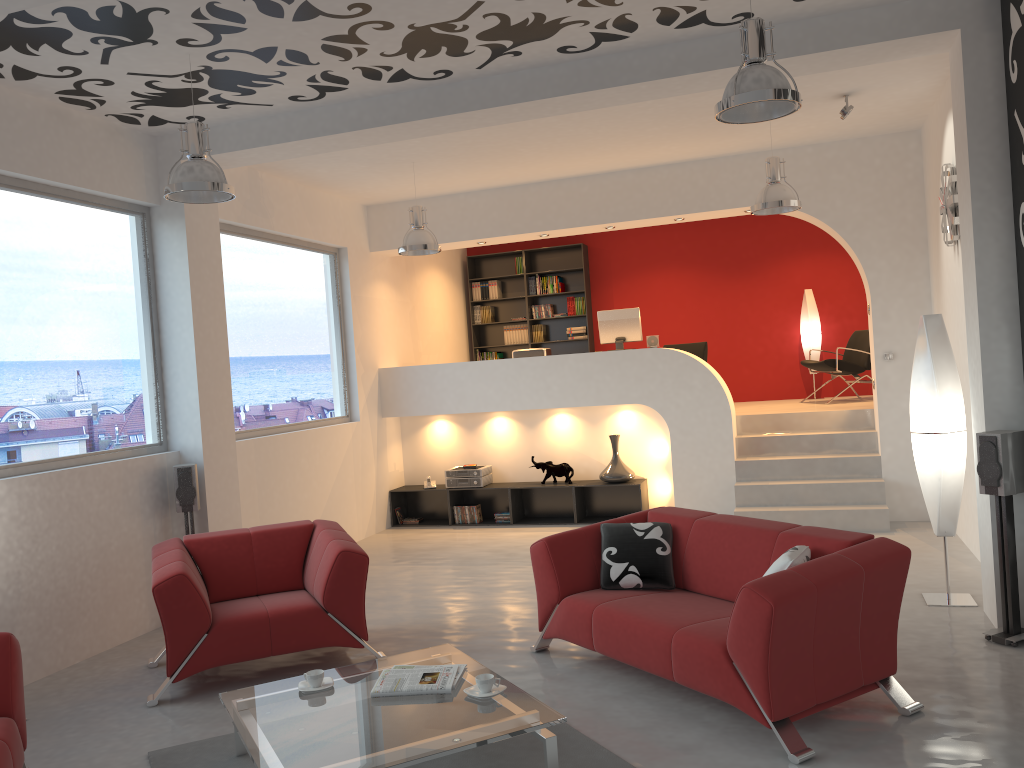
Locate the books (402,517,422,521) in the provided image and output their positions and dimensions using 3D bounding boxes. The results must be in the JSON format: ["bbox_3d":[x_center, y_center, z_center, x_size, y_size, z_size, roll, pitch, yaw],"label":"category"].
[{"bbox_3d":[-1.105,1.495,9.813,0.190,0.015,0.135,-4,1,18],"label":"books"}]

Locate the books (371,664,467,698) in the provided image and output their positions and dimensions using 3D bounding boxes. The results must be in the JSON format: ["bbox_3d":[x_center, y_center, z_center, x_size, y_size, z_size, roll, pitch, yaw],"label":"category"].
[{"bbox_3d":[-0.407,1.282,3.841,0.367,0.035,0.345,-4,1,8],"label":"books"}]

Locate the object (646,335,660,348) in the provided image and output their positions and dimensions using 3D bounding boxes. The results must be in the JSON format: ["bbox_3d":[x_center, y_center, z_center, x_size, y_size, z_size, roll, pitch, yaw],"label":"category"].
[{"bbox_3d":[1.495,-0.439,9.405,0.133,0.147,0.151,-4,1,2],"label":"object"}]

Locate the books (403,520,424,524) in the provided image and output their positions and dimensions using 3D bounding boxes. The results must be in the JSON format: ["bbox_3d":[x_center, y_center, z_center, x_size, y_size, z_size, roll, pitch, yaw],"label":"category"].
[{"bbox_3d":[-1.093,1.525,9.810,0.190,0.015,0.135,-4,1,18],"label":"books"}]

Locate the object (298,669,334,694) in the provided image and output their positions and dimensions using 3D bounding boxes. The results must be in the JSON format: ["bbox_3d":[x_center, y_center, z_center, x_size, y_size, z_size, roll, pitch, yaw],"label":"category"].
[{"bbox_3d":[-0.858,1.296,3.879,0.153,0.069,0.153,-4,1,-15],"label":"object"}]

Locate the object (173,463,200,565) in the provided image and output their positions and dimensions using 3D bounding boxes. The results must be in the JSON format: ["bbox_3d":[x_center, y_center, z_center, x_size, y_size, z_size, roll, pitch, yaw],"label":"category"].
[{"bbox_3d":[-2.286,1.129,6.313,0.214,1.112,0.229,-4,1,-17],"label":"object"}]

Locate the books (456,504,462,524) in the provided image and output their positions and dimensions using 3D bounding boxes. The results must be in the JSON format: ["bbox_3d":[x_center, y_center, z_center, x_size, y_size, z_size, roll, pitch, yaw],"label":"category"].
[{"bbox_3d":[-0.556,1.403,9.577,0.031,0.190,0.135,-4,1,18],"label":"books"}]

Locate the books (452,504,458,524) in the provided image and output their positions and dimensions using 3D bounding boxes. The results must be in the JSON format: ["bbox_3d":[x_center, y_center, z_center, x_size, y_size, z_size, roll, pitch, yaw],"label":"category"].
[{"bbox_3d":[-0.598,1.406,9.591,0.031,0.190,0.135,-4,1,18],"label":"books"}]

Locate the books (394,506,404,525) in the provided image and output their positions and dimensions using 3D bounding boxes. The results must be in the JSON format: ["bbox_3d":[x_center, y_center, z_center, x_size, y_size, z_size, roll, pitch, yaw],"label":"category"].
[{"bbox_3d":[-1.239,1.453,9.802,0.063,0.187,0.135,-4,1,18],"label":"books"}]

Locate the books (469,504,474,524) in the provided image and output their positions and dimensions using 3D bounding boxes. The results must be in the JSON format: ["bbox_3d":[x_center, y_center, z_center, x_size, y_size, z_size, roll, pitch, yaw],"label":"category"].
[{"bbox_3d":[-0.413,1.393,9.530,0.031,0.190,0.135,-4,1,18],"label":"books"}]

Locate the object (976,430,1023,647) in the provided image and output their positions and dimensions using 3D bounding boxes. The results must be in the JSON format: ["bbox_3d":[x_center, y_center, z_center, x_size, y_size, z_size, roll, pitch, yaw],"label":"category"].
[{"bbox_3d":[2.623,0.808,4.707,0.229,1.112,0.214,-5,1,-27],"label":"object"}]

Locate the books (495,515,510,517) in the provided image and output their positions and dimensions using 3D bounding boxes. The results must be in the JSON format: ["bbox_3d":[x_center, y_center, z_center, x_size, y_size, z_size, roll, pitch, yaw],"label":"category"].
[{"bbox_3d":[-0.075,1.398,9.465,0.190,0.015,0.135,-4,1,18],"label":"books"}]

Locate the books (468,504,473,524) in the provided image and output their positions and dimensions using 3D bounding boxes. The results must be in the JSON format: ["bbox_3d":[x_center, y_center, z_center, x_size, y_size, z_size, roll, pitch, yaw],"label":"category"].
[{"bbox_3d":[-0.427,1.394,9.535,0.031,0.190,0.135,-4,1,18],"label":"books"}]

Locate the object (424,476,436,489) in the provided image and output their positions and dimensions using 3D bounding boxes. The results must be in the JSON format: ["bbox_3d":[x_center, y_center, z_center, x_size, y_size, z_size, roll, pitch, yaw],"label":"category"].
[{"bbox_3d":[-0.895,1.067,9.665,0.130,0.117,0.146,-4,1,-6],"label":"object"}]

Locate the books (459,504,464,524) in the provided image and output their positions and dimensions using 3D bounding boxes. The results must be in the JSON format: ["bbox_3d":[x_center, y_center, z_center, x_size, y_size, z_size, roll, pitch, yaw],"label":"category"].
[{"bbox_3d":[-0.527,1.401,9.568,0.031,0.190,0.135,-4,1,18],"label":"books"}]

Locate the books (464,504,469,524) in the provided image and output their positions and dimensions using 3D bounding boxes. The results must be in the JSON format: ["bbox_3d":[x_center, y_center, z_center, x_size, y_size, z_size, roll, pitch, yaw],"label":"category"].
[{"bbox_3d":[-0.470,1.397,9.549,0.031,0.190,0.135,-4,1,18],"label":"books"}]

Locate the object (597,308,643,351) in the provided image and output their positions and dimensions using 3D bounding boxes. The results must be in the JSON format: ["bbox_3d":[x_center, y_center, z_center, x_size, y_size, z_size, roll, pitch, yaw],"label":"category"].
[{"bbox_3d":[1.156,-0.569,9.458,0.458,0.452,0.230,-4,1,18],"label":"object"}]

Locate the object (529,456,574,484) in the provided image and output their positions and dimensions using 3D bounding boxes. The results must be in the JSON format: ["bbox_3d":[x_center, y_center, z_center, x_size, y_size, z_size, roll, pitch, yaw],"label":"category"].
[{"bbox_3d":[0.422,0.900,9.340,0.507,0.296,0.191,-3,1,34],"label":"object"}]

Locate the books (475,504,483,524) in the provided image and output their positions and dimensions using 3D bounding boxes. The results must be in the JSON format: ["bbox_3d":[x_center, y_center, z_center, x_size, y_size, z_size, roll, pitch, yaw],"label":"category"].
[{"bbox_3d":[-0.356,1.390,9.512,0.031,0.190,0.135,-4,1,18],"label":"books"}]

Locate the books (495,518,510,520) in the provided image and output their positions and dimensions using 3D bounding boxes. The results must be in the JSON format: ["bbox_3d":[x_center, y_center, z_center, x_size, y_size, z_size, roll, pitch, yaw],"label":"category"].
[{"bbox_3d":[-0.073,1.428,9.473,0.190,0.015,0.135,-4,1,23],"label":"books"}]

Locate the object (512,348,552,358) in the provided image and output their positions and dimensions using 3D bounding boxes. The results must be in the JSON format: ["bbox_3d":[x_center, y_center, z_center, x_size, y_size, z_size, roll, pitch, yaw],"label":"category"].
[{"bbox_3d":[0.252,-0.286,9.848,0.397,0.217,0.458,-4,1,18],"label":"object"}]

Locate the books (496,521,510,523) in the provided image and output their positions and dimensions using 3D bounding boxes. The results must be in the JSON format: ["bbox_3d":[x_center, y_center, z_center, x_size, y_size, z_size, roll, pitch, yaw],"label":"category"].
[{"bbox_3d":[-0.067,1.458,9.472,0.190,0.015,0.135,-4,1,13],"label":"books"}]

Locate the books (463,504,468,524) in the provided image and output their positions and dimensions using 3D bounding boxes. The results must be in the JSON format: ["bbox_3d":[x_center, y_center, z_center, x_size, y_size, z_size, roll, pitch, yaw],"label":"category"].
[{"bbox_3d":[-0.484,1.398,9.554,0.031,0.190,0.135,-4,1,18],"label":"books"}]

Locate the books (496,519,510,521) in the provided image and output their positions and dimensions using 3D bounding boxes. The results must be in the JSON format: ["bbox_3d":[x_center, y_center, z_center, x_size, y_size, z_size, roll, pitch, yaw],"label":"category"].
[{"bbox_3d":[-0.062,1.442,9.470,0.190,0.015,0.135,-4,1,18],"label":"books"}]

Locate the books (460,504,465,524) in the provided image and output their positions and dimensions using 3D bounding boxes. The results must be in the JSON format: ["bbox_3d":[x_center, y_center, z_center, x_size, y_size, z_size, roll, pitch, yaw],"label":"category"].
[{"bbox_3d":[-0.513,1.400,9.563,0.031,0.190,0.135,-4,1,18],"label":"books"}]

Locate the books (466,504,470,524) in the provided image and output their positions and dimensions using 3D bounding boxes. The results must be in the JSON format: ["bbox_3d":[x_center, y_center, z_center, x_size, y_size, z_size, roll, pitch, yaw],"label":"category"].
[{"bbox_3d":[-0.456,1.396,9.544,0.031,0.190,0.135,-4,1,18],"label":"books"}]

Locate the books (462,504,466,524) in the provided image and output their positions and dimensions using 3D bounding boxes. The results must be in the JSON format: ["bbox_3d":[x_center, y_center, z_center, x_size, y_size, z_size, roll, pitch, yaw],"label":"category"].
[{"bbox_3d":[-0.499,1.399,9.558,0.031,0.190,0.135,-4,1,18],"label":"books"}]

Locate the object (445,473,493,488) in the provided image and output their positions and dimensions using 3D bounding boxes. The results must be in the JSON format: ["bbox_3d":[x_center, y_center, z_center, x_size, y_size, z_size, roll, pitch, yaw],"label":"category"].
[{"bbox_3d":[-0.467,1.047,9.607,0.430,0.100,0.365,-4,1,18],"label":"object"}]

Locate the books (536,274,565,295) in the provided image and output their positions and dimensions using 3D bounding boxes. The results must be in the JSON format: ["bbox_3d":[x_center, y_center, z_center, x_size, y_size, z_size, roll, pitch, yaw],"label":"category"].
[{"bbox_3d":[0.517,-1.349,11.960,0.341,0.286,0.231,-4,1,18],"label":"books"}]

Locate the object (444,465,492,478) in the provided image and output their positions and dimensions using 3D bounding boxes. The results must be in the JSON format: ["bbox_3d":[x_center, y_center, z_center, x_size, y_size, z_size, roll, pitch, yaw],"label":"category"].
[{"bbox_3d":[-0.471,0.948,9.613,0.430,0.077,0.349,-4,1,18],"label":"object"}]

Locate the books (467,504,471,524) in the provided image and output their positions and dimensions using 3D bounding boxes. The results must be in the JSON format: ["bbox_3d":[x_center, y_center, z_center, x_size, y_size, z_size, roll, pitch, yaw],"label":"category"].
[{"bbox_3d":[-0.442,1.395,9.540,0.031,0.190,0.135,-4,1,18],"label":"books"}]

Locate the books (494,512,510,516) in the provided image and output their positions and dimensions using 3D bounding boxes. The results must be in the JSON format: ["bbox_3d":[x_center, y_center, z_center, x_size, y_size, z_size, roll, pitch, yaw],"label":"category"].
[{"bbox_3d":[-0.083,1.384,9.475,0.190,0.015,0.135,-4,1,13],"label":"books"}]

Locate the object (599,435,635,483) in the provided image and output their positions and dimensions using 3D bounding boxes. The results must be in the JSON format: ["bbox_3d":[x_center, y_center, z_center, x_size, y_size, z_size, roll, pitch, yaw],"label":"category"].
[{"bbox_3d":[1.067,0.765,9.099,0.369,0.481,0.369,-4,1,-17],"label":"object"}]

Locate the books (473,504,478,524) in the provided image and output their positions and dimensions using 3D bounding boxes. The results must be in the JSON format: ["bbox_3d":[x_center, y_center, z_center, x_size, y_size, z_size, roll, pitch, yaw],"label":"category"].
[{"bbox_3d":[-0.371,1.391,9.516,0.031,0.190,0.135,-4,1,18],"label":"books"}]

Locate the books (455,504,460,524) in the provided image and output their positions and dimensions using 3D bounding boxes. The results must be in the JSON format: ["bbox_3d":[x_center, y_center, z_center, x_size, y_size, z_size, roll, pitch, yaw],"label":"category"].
[{"bbox_3d":[-0.570,1.404,9.582,0.031,0.190,0.135,-4,1,18],"label":"books"}]

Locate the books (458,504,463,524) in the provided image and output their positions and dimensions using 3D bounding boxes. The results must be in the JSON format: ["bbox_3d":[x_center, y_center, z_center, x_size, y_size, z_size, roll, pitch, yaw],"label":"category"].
[{"bbox_3d":[-0.541,1.402,9.572,0.031,0.190,0.135,-4,1,18],"label":"books"}]

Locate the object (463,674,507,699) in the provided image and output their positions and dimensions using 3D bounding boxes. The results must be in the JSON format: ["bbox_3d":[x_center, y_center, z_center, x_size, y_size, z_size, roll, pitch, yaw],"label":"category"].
[{"bbox_3d":[-0.112,1.247,3.672,0.153,0.069,0.153,-3,1,45],"label":"object"}]

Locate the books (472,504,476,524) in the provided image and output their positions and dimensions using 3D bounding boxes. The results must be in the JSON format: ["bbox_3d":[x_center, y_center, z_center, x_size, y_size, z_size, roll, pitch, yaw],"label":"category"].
[{"bbox_3d":[-0.385,1.392,9.521,0.031,0.190,0.135,-4,1,18],"label":"books"}]

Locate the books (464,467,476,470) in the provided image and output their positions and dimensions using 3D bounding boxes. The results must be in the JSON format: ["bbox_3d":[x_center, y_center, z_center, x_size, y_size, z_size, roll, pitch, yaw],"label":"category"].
[{"bbox_3d":[-0.454,0.902,9.571,0.135,0.015,0.190,-4,1,-2],"label":"books"}]

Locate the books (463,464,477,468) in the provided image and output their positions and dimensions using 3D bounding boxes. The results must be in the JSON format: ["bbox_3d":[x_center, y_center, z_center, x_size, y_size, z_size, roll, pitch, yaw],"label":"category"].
[{"bbox_3d":[-0.455,0.887,9.581,0.135,0.015,0.190,-4,1,3],"label":"books"}]

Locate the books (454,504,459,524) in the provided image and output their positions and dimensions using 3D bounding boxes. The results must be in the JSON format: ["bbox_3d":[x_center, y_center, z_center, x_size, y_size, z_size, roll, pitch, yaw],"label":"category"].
[{"bbox_3d":[-0.584,1.405,9.586,0.031,0.190,0.135,-4,1,18],"label":"books"}]

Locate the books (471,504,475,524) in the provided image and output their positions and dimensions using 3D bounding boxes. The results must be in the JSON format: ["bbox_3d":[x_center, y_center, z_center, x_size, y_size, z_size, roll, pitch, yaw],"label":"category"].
[{"bbox_3d":[-0.399,1.393,9.526,0.031,0.190,0.135,-4,1,18],"label":"books"}]

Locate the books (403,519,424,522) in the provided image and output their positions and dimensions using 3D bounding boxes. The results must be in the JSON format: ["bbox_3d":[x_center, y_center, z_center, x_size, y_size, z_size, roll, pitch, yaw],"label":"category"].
[{"bbox_3d":[-1.089,1.509,9.808,0.190,0.015,0.135,-4,1,18],"label":"books"}]
